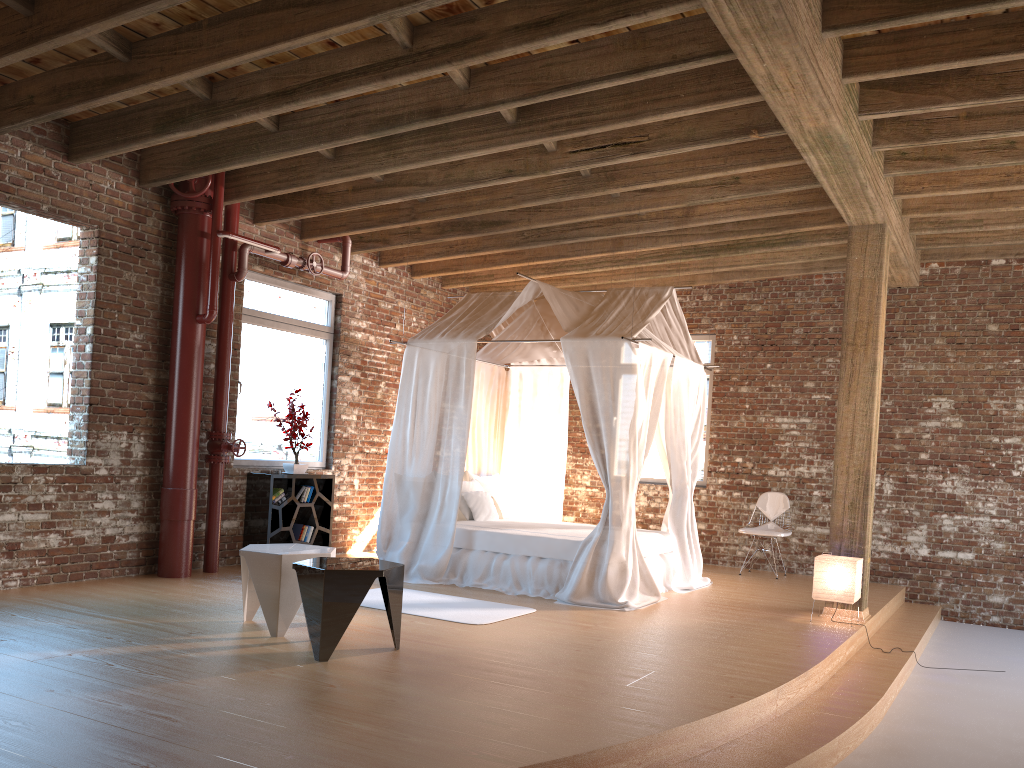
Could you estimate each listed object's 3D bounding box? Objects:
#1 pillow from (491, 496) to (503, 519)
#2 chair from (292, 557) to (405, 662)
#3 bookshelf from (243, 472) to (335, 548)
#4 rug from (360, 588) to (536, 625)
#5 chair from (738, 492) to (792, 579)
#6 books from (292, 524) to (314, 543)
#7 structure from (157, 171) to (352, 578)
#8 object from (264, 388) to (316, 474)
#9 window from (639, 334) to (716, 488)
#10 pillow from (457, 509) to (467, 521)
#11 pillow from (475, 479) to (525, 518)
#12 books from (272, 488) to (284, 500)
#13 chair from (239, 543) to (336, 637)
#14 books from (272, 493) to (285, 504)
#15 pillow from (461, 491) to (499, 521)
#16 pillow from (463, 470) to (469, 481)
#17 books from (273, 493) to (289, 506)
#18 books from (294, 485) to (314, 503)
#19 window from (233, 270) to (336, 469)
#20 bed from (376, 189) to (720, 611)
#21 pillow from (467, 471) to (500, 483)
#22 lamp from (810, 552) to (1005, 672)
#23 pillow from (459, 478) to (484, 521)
[{"bbox_3d":[-0.209,1.221,8.702,0.160,0.234,0.292,3,-3,28],"label":"pillow"},{"bbox_3d":[-0.925,1.251,4.949,0.626,0.490,0.528,4,-2,-17],"label":"chair"},{"bbox_3d":[-2.103,1.274,8.368,0.289,0.845,0.866,3,-2,30],"label":"bookshelf"},{"bbox_3d":[-0.611,1.631,6.548,1.416,0.007,0.872,1,-5,30],"label":"rug"},{"bbox_3d":[2.753,1.616,9.541,0.531,0.897,0.580,3,-1,29],"label":"chair"},{"bbox_3d":[-2.008,1.424,8.413,0.132,0.181,0.205,2,-3,30],"label":"books"},{"bbox_3d":[-2.228,-0.093,7.759,0.570,3.464,2.022,3,-1,29],"label":"structure"},{"bbox_3d":[-2.073,0.427,8.301,0.393,0.840,0.419,3,-1,25],"label":"object"},{"bbox_3d":[1.797,0.305,10.642,1.299,1.849,0.173,3,0,28],"label":"window"},{"bbox_3d":[-0.699,1.095,8.109,0.354,0.414,0.620,2,-3,27],"label":"pillow"},{"bbox_3d":[-0.111,1.208,9.151,0.289,0.432,0.637,3,-3,30],"label":"pillow"},{"bbox_3d":[-2.187,1.007,8.059,0.132,0.109,0.156,2,-3,29],"label":"books"},{"bbox_3d":[-1.394,1.266,5.471,0.539,0.490,0.613,4,-3,-7],"label":"chair"},{"bbox_3d":[-2.182,1.044,8.071,0.132,0.109,0.156,2,-3,29],"label":"books"},{"bbox_3d":[-0.299,1.174,8.473,0.211,0.291,0.392,2,-3,38],"label":"pillow"},{"bbox_3d":[-0.579,1.097,8.715,0.206,0.494,0.640,3,-3,30],"label":"pillow"},{"bbox_3d":[-2.154,1.061,8.122,0.132,0.114,0.159,2,-3,29],"label":"books"},{"bbox_3d":[-2.012,1.043,8.364,0.132,0.166,0.247,2,-3,30],"label":"books"},{"bbox_3d":[-2.211,-0.090,8.516,0.166,1.849,1.361,3,-1,30],"label":"window"},{"bbox_3d":[0.398,-0.106,8.230,2.636,3.883,2.527,3,-1,29],"label":"bed"},{"bbox_3d":[-0.278,1.161,9.241,0.205,0.498,0.639,3,-2,30],"label":"pillow"},{"bbox_3d":[2.983,1.720,6.635,1.372,0.781,0.362,2,-1,21],"label":"lamp"},{"bbox_3d":[-0.402,1.115,8.625,0.345,0.403,0.618,2,-3,27],"label":"pillow"}]
